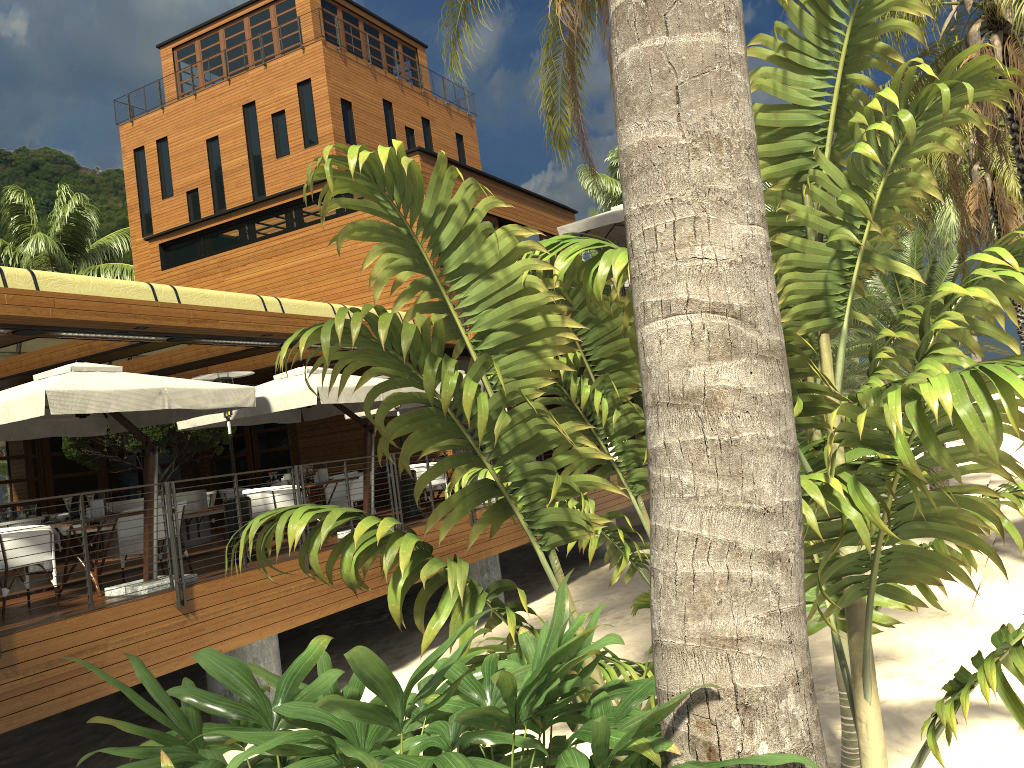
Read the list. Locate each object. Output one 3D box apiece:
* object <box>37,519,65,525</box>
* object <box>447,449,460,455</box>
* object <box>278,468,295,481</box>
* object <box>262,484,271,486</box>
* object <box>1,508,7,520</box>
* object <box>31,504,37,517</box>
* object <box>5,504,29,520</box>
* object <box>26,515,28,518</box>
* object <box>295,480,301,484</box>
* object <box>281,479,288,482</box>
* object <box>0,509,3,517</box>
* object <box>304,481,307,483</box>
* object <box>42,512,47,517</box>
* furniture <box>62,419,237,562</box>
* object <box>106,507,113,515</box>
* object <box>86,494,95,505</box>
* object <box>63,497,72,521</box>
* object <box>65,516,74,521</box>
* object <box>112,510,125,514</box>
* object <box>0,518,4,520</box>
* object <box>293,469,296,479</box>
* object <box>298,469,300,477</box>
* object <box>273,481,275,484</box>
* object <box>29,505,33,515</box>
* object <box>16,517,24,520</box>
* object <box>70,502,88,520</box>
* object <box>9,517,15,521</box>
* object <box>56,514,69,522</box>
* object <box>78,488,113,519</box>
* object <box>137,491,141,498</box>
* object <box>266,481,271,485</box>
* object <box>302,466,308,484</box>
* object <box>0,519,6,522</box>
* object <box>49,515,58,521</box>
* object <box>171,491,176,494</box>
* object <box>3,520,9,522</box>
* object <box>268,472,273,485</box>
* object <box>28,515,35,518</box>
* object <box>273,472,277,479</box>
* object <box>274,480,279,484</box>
[{"bbox_3d":[-4.424,1.329,8.512,0.294,0.025,0.170,-10,-4,28],"label":"object"},{"bbox_3d":[-0.920,1.138,14.741,0.263,0.264,0.263,-7,-5,-17],"label":"object"},{"bbox_3d":[-4.059,1.653,15.966,0.263,0.264,0.263,-7,-4,-16],"label":"object"},{"bbox_3d":[-4.380,1.811,15.856,0.170,0.025,0.294,-7,-4,-11],"label":"object"},{"bbox_3d":[-8.047,2.093,14.062,0.082,0.227,0.082,-12,-6,39],"label":"object"},{"bbox_3d":[-7.702,2.062,14.311,0.082,0.227,0.082,-3,-7,-44],"label":"object"},{"bbox_3d":[-8.000,2.090,14.344,0.263,0.264,0.263,-4,-6,-45],"label":"object"},{"bbox_3d":[-8.020,2.201,14.631,0.086,0.086,0.086,-8,-4,0],"label":"object"},{"bbox_3d":[-2.811,1.294,11.649,0.116,0.065,0.116,-10,-4,26],"label":"object"},{"bbox_3d":[-4.028,1.732,15.711,0.116,0.065,0.116,-9,-4,10],"label":"object"},{"bbox_3d":[-8.284,2.150,14.427,0.082,0.227,0.082,-3,-7,-44],"label":"object"},{"bbox_3d":[-2.722,1.290,11.603,0.080,0.042,0.080,-7,-4,-11],"label":"object"},{"bbox_3d":[-7.596,2.128,14.406,0.086,0.086,0.086,-8,-4,5],"label":"object"},{"bbox_3d":[-5.755,1.310,14.260,2.613,2.727,2.693,-9,-5,18],"label":"furniture"},{"bbox_3d":[-4.088,1.282,8.966,0.086,0.086,0.086,-11,-5,32],"label":"object"},{"bbox_3d":[-4.328,1.251,9.120,0.082,0.227,0.082,-9,-5,17],"label":"object"},{"bbox_3d":[-4.283,1.208,8.567,0.082,0.227,0.082,-10,-5,29],"label":"object"},{"bbox_3d":[-4.305,1.312,8.629,0.080,0.042,0.080,-7,-4,-11],"label":"object"},{"bbox_3d":[-4.157,1.335,9.157,0.294,0.025,0.170,-10,-4,28],"label":"object"},{"bbox_3d":[-8.225,2.207,14.287,0.086,0.086,0.086,-8,-4,5],"label":"object"},{"bbox_3d":[-3.848,1.625,15.753,0.082,0.227,0.082,-5,-5,-27],"label":"object"},{"bbox_3d":[-3.880,1.658,16.189,0.082,0.227,0.082,-7,-5,-10],"label":"object"},{"bbox_3d":[-4.247,1.779,15.960,0.116,0.065,0.116,-7,-4,-13],"label":"object"},{"bbox_3d":[-7.924,2.116,14.655,0.082,0.227,0.082,-12,-6,39],"label":"object"},{"bbox_3d":[-7.867,2.161,14.170,0.116,0.065,0.116,-7,-4,-18],"label":"object"},{"bbox_3d":[-4.364,1.268,8.891,0.163,0.179,0.168,-10,-5,30],"label":"object"},{"bbox_3d":[-7.933,2.151,14.060,0.086,0.086,0.086,-8,-4,0],"label":"object"},{"bbox_3d":[-4.395,1.316,8.675,0.116,0.065,0.116,-10,-4,26],"label":"object"},{"bbox_3d":[-4.108,1.181,8.754,0.263,0.264,0.263,-7,-5,-17],"label":"object"},{"bbox_3d":[-7.069,2.142,16.834,0.082,0.227,0.082,-6,-5,-24],"label":"object"},{"bbox_3d":[-4.422,1.800,16.087,0.086,0.086,0.086,-11,-5,38],"label":"object"},{"bbox_3d":[-2.700,1.186,11.541,0.082,0.227,0.082,-10,-5,29],"label":"object"},{"bbox_3d":[-8.166,2.203,14.188,0.116,0.065,0.116,-4,-5,-41],"label":"object"},{"bbox_3d":[-4.500,1.322,8.712,0.086,0.086,0.086,-11,-5,32],"label":"object"},{"bbox_3d":[-6.689,2.154,17.404,0.168,0.179,0.162,-7,-4,-10],"label":"object"},{"bbox_3d":[-8.069,2.198,14.143,0.080,0.042,0.080,-7,-4,-11],"label":"object"},{"bbox_3d":[-4.270,1.681,15.725,0.082,0.227,0.082,-7,-5,-10],"label":"object"},{"bbox_3d":[-7.808,2.170,14.431,0.116,0.065,0.116,-4,-5,-41],"label":"object"},{"bbox_3d":[-4.300,1.713,16.136,0.082,0.227,0.082,-5,-5,-27],"label":"object"},{"bbox_3d":[-4.159,1.737,15.684,0.086,0.086,0.086,-10,-5,29],"label":"object"}]
